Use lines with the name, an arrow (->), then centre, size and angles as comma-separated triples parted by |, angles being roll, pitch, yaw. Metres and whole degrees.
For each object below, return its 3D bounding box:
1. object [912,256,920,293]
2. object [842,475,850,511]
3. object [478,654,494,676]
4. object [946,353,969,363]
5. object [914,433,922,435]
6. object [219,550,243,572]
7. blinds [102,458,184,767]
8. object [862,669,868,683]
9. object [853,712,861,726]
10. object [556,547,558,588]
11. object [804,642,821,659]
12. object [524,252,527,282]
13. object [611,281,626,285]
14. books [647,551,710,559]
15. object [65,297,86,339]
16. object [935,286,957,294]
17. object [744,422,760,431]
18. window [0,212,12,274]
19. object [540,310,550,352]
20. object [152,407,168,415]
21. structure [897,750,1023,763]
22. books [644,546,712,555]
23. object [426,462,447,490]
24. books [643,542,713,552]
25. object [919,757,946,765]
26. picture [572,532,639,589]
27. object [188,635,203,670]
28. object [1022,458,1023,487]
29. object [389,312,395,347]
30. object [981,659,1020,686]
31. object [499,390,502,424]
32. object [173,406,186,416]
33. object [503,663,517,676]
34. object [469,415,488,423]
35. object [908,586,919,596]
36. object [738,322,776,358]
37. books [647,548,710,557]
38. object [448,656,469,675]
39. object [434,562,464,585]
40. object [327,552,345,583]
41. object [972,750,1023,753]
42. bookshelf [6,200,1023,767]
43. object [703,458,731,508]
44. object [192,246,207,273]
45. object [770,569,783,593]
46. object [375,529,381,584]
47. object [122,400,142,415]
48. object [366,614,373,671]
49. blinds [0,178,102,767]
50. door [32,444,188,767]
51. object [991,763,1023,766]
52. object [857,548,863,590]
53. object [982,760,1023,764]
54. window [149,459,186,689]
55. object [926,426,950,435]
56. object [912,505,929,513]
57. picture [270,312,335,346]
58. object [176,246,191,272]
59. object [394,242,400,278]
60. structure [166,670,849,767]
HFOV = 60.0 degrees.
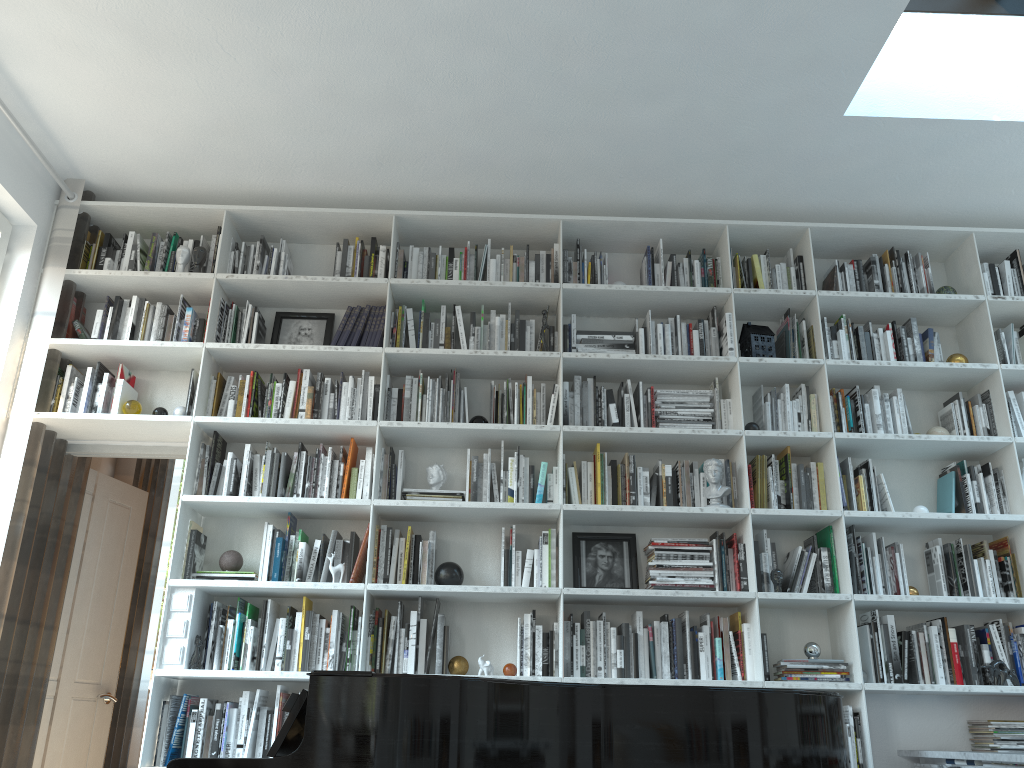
object -> 2.085, -0.502, 4.619 | 0.006, 0.296, 0.130 | 1, -21, -1
object -> 1.557, 0.549, 4.197 | 0.013, 0.207, 0.140 | 1, -21, -1
object -> -0.112, 1.213, 3.813 | 0.060, 0.094, 0.078 | -5, -22, 15
object -> 2.194, -0.100, 4.369 | 0.100, 0.101, 0.101 | 10, -23, -22
object -> 1.958, 0.271, 4.283 | 0.068, 0.068, 0.068 | 10, -23, -22
object -> -1.266, 0.803, 3.998 | 0.105, 0.106, 0.105 | 10, -23, -22
blinds -> -2.261, 1.052, 5.301 | 0.140, 3.217, 0.779 | 1, -21, -1
object -> 1.523, 1.285, 3.889 | 0.072, 0.072, 0.071 | 19, -28, -39
object -> 1.452, 1.521, 3.733 | 0.011, 0.259, 0.142 | 1, -21, -1
object -> 0.200, 0.860, 4.062 | 0.017, 0.215, 0.104 | 1, -21, -1
object -> 1.303, 1.156, 3.847 | 0.072, 0.072, 0.071 | 19, -28, -39
object -> 0.065, -0.531, 4.572 | 0.010, 0.245, 0.158 | 1, -21, -1
object -> 0.543, -0.469, 4.513 | 0.105, 0.105, 0.105 | 10, -23, -22
books -> 0.762, 0.793, 4.080 | 0.254, 0.012, 0.161 | 3, -22, -4
object -> -2.170, -0.276, 4.394 | 0.035, 0.294, 0.177 | 1, -21, -1
object -> 2.200, -0.445, 4.495 | 0.104, 0.105, 0.104 | 19, -28, -39
object -> 1.137, 0.217, 4.203 | 0.072, 0.072, 0.071 | 19, -28, -39
window -> -2.353, -0.192, 2.955 | 0.073, 2.000, 1.991 | 1, -21, -1
object -> 0.167, -0.244, 4.310 | 0.075, 0.253, 0.075 | 9, -23, -21
object -> -1.683, 0.146, 4.243 | 0.071, 0.072, 0.072 | 10, -23, -22
structure -> 2.587, 1.377, 2.380 | 2.899, 0.656, 3.126 | 1, -22, -1
books -> 0.763, 0.771, 4.090 | 0.285, 0.012, 0.160 | 1, -22, 1
object -> -0.358, 0.445, 4.183 | 0.095, 0.156, 0.121 | -4, -22, 12
books -> 0.763, 0.758, 4.088 | 0.285, 0.012, 0.160 | 3, -22, -6
object -> 1.847, 1.592, 3.741 | 0.131, 0.024, 0.291 | 1, -22, 1
picture -> 0.431, 0.835, 4.111 | 0.300, 0.298, 0.078 | 2, -21, -1
object -> -1.333, 1.135, 3.740 | 0.045, 0.146, 0.045 | -14, -26, 34
object -> 2.370, 0.475, 4.071 | 0.087, 0.287, 0.075 | -12, -25, 31
object -> -0.595, -0.210, 4.432 | 0.012, 0.253, 0.161 | 1, -21, -1
object -> 2.075, 1.228, 3.768 | 0.160, 0.113, 0.065 | 6, -22, -13
object -> -0.059, 0.160, 4.312 | 0.010, 0.224, 0.143 | 1, -21, -1
object -> -1.577, 0.141, 4.226 | 0.071, 0.072, 0.072 | 10, -23, -22
object -> -0.009, 1.239, 3.831 | 0.061, 0.062, 0.061 | 19, -28, -39
object -> -0.159, 0.199, 4.240 | 0.097, 0.098, 0.097 | 19, -28, -39
object -> 1.810, 0.955, 4.029 | 0.072, 0.072, 0.071 | 19, -28, -39
object -> 1.215, -0.189, 4.391 | 0.135, 0.247, 0.136 | 5, -22, -10
books -> 0.763, 0.781, 4.082 | 0.254, 0.012, 0.161 | 3, -22, -5
object -> -0.234, 1.235, 3.872 | 0.091, 0.091, 0.091 | 10, -23, -22
object -> -0.283, 0.870, 4.000 | 0.134, 0.134, 0.134 | 19, -28, -39
object -> -0.769, 0.804, 3.862 | 0.082, 0.139, 0.044 | 8, -22, -16
object -> 2.193, 1.580, 3.813 | 0.345, 0.007, 0.194 | 3, -22, -6
bookshelf -> 0.843, 0.689, 4.057 | 6.297, 3.129, 0.331 | 2, -21, -1
object -> 0.928, 0.467, 4.063 | 0.137, 0.243, 0.138 | 16, -25, -33
object -> -1.554, -0.593, 4.392 | 0.067, 0.197, 0.068 | -16, -27, 38
object -> 1.165, 0.866, 3.891 | 0.054, 0.113, 0.080 | 2, -21, -2
object -> -0.603, 0.812, 4.052 | 0.012, 0.269, 0.131 | 1, -21, -1
object -> -1.797, 0.118, 4.198 | 0.087, 0.087, 0.087 | 19, -28, -39
object -> -0.621, 1.155, 3.907 | 0.012, 0.253, 0.161 | 1, -21, -1
blinds -> -2.229, 0.618, 4.200 | 0.140, 3.217, 0.779 | 1, -21, -1
door -> -1.911, 1.367, 4.378 | 0.834, 1.972, 0.789 | 2, -21, -1
object -> 1.862, 1.368, 3.187 | 0.144, 0.005, 0.258 | 2, -22, -1
object -> 1.578, 0.871, 4.092 | 0.007, 0.265, 0.135 | 1, -21, -1
object -> 1.847, 1.362, 3.188 | 0.159, 0.007, 0.286 | 3, -22, -4
window -> -2.461, 1.270, 6.661 | 0.073, 2.000, 1.991 | 1, -21, -1
object -> 2.072, 0.263, 4.314 | 0.112, 0.112, 0.112 | 10, -23, -22
object -> 1.904, 0.602, 4.130 | 0.072, 0.072, 0.071 | 19, -28, -39
picture -> -1.061, -0.233, 4.477 | 0.300, 0.298, 0.078 | 2, -21, -1
object -> -1.635, -0.595, 4.390 | 0.067, 0.197, 0.068 | -16, -27, 38
object -> -0.589, -0.565, 4.569 | 0.012, 0.284, 0.160 | 1, -21, -1
structure -> 0.126, 1.338, 2.650 | 1.918, 0.829, 1.340 | 2, -21, -1
